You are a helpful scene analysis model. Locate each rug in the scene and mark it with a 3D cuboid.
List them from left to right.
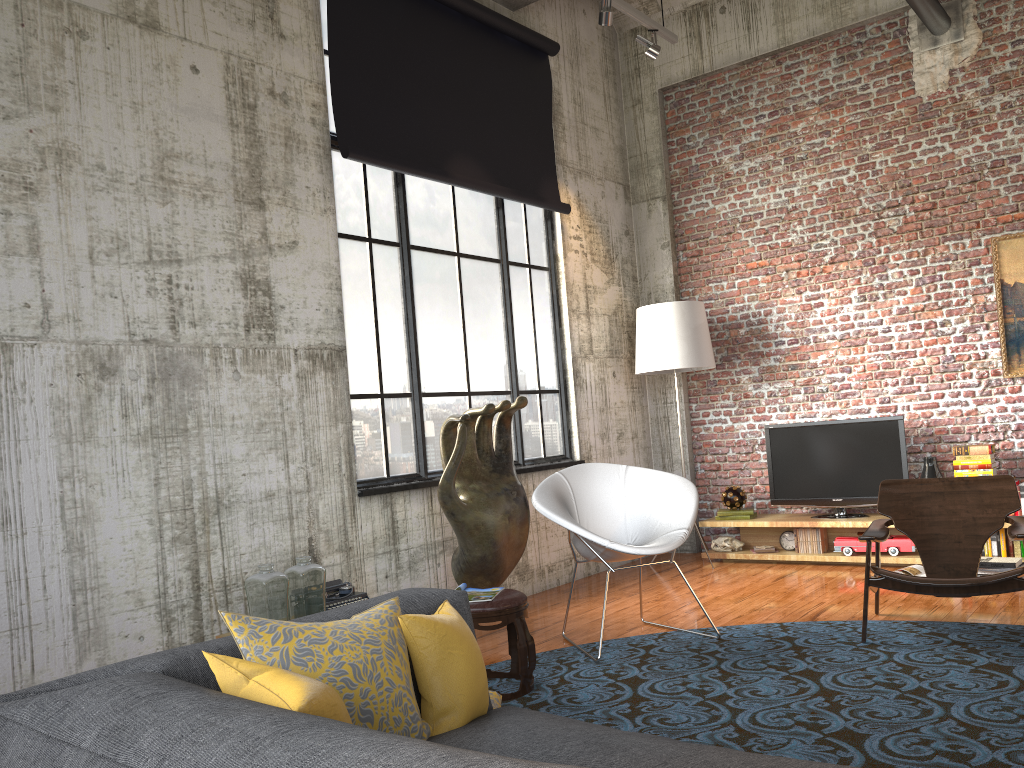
[{"bbox_3d":[1.270,1.328,2.884,4.844,0.009,4.852,-4,-3,-6],"label":"rug"}]

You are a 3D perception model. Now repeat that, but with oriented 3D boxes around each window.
[{"bbox_3d":[-0.398,-1.000,6.580,0.050,3.433,2.577,-5,-2,38],"label":"window"}]

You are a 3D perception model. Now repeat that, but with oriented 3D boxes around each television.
[{"bbox_3d":[2.643,0.692,7.242,1.091,0.792,0.285,-6,-2,24],"label":"television"}]

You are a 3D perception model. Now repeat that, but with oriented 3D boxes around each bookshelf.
[{"bbox_3d":[3.312,1.187,6.714,3.851,0.358,0.548,-7,-3,38],"label":"bookshelf"}]

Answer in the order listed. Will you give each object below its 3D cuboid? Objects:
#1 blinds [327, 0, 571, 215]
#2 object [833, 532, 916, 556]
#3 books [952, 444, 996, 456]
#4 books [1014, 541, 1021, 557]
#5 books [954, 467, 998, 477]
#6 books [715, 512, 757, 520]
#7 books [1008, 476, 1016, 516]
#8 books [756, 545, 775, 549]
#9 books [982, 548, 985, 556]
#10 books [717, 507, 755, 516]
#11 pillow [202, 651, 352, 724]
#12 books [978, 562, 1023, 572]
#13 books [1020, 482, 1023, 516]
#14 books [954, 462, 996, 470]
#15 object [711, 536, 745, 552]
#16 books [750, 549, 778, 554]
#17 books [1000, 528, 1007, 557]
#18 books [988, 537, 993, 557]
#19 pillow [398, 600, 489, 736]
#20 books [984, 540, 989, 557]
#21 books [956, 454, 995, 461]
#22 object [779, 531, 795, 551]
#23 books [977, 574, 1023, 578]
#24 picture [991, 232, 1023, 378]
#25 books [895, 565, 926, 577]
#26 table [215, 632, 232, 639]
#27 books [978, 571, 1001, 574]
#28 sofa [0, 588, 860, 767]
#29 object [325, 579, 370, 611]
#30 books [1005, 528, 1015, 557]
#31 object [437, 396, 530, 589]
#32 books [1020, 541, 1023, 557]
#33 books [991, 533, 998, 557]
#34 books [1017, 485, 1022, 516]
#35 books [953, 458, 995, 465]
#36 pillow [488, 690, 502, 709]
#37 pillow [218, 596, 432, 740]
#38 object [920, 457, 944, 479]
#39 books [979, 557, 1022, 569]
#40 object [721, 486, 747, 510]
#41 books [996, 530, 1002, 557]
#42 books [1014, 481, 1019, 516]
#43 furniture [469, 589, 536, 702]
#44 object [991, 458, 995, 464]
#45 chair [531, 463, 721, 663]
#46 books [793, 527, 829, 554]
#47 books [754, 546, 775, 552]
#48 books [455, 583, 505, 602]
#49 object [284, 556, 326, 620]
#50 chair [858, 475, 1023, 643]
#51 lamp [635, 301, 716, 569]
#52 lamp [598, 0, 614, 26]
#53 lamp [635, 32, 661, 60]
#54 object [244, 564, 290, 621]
[{"bbox_3d":[-0.352,-2.137,6.491,0.151,1.463,2.442,-5,-3,38],"label":"blinds"},{"bbox_3d":[2.839,1.244,6.927,0.601,0.174,0.244,-6,-3,29],"label":"object"},{"bbox_3d":[3.476,0.495,6.663,0.260,0.066,0.198,-7,-4,38],"label":"books"},{"bbox_3d":[3.645,1.135,6.378,0.039,0.208,0.151,-5,-2,38],"label":"books"},{"bbox_3d":[3.481,0.663,6.652,0.260,0.060,0.180,-7,-4,38],"label":"books"},{"bbox_3d":[1.954,1.150,7.715,0.302,0.037,0.243,-6,-3,30],"label":"books"},{"bbox_3d":[3.671,0.824,6.509,0.040,0.284,0.198,-5,-2,38],"label":"books"},{"bbox_3d":[2.134,1.373,7.470,0.113,0.016,0.115,-3,-3,-28],"label":"books"},{"bbox_3d":[3.474,1.152,6.520,0.022,0.217,0.138,-5,-2,38],"label":"books"},{"bbox_3d":[1.951,1.113,7.715,0.302,0.037,0.243,-5,-3,17],"label":"books"},{"bbox_3d":[-0.430,0.714,1.773,0.228,0.371,0.405,-3,-3,-43],"label":"pillow"},{"bbox_3d":[3.318,1.245,6.056,0.262,0.028,0.321,-2,-4,-42],"label":"books"},{"bbox_3d":[3.735,0.837,6.436,0.045,0.240,0.174,-5,-2,38],"label":"books"},{"bbox_3d":[3.474,0.616,6.653,0.254,0.034,0.183,-7,-4,38],"label":"books"},{"bbox_3d":[1.873,1.383,7.672,0.183,0.133,0.274,-2,-3,-44],"label":"object"},{"bbox_3d":[2.127,1.411,7.487,0.211,0.020,0.162,-5,-3,5],"label":"books"},{"bbox_3d":[3.577,1.138,6.432,0.030,0.219,0.158,-5,-2,38],"label":"books"},{"bbox_3d":[3.508,1.159,6.487,0.023,0.193,0.139,-5,-2,38],"label":"books"},{"bbox_3d":[-0.157,0.718,2.269,0.168,0.318,0.435,-5,-2,12],"label":"pillow"},{"bbox_3d":[3.488,1.161,6.500,0.024,0.193,0.139,-5,-2,38],"label":"books"},{"bbox_3d":[3.479,0.546,6.655,0.231,0.037,0.168,-7,-4,38],"label":"books"},{"bbox_3d":[2.331,1.316,7.438,0.169,0.172,0.068,-6,-2,39],"label":"object"},{"bbox_3d":[3.349,1.306,6.089,0.320,0.040,0.236,-7,-4,40],"label":"books"},{"bbox_3d":[4.086,-0.623,6.373,1.066,1.063,0.040,-6,-2,38],"label":"picture"},{"bbox_3d":[2.893,1.336,6.281,0.300,0.049,0.423,-2,-4,-38],"label":"books"},{"bbox_3d":[-1.034,1.429,4.687,0.476,0.358,0.874,-6,-3,38],"label":"table"},{"bbox_3d":[3.333,1.273,6.089,0.300,0.028,0.236,-7,-4,36],"label":"books"},{"bbox_3d":[0.393,0.896,1.355,3.009,0.860,1.361,-7,-3,39],"label":"sofa"},{"bbox_3d":[-0.938,1.172,4.804,0.382,0.153,0.423,-7,-3,38],"label":"object"},{"bbox_3d":[3.621,1.131,6.422,0.052,0.225,0.156,-6,-2,38],"label":"books"},{"bbox_3d":[-0.204,0.745,5.691,0.727,1.295,0.457,-3,-2,-41],"label":"object"},{"bbox_3d":[3.676,1.126,6.362,0.030,0.219,0.158,-5,-2,38],"label":"books"},{"bbox_3d":[3.534,1.153,6.476,0.032,0.200,0.145,-5,-2,38],"label":"books"},{"bbox_3d":[3.708,0.849,6.458,0.026,0.223,0.161,-5,-2,38],"label":"books"},{"bbox_3d":[3.469,0.582,6.650,0.254,0.034,0.183,-7,-4,38],"label":"books"},{"bbox_3d":[-0.211,1.391,3.616,0.481,0.247,0.504,-5,-3,4],"label":"pillow"},{"bbox_3d":[-0.383,0.705,2.028,0.260,0.446,0.536,-6,-3,45],"label":"pillow"},{"bbox_3d":[3.251,0.792,6.851,0.267,0.455,0.268,-4,-2,-21],"label":"object"},{"bbox_3d":[3.291,1.217,6.043,0.297,0.035,0.236,-7,-4,40],"label":"books"},{"bbox_3d":[1.937,0.994,7.733,0.215,0.207,0.216,-6,-2,27],"label":"object"},{"bbox_3d":[3.565,1.140,6.466,0.030,0.219,0.158,-5,-2,38],"label":"books"},{"bbox_3d":[3.693,0.837,6.481,0.026,0.250,0.160,-5,-2,38],"label":"books"},{"bbox_3d":[-0.117,1.276,4.386,0.432,0.477,0.432,-4,-2,-7],"label":"furniture"},{"bbox_3d":[3.468,0.582,6.650,0.249,0.031,0.178,-7,-4,38],"label":"object"},{"bbox_3d":[0.644,0.977,5.166,1.057,1.029,0.807,-4,-2,-13],"label":"chair"},{"bbox_3d":[2.452,1.276,7.274,0.232,0.218,0.173,-6,-2,38],"label":"books"},{"bbox_3d":[2.128,1.391,7.479,0.166,0.021,0.210,-5,-3,13],"label":"books"},{"bbox_3d":[-0.179,1.028,4.382,0.229,0.043,0.300,-5,-3,12],"label":"books"},{"bbox_3d":[-1.053,1.065,4.532,0.163,0.361,0.163,-6,-2,40],"label":"object"},{"bbox_3d":[2.375,0.942,4.821,0.876,0.792,1.043,-6,-3,28],"label":"chair"},{"bbox_3d":[1.468,0.440,7.694,0.693,2.241,0.708,-4,-1,-30],"label":"lamp"},{"bbox_3d":[0.661,-2.629,6.268,0.102,0.251,0.165,-4,-2,-7],"label":"lamp"},{"bbox_3d":[1.078,-2.625,6.891,0.225,0.215,0.102,-4,-2,-11],"label":"lamp"},{"bbox_3d":[-1.194,1.067,4.349,0.163,0.361,0.163,-6,-2,36],"label":"object"}]
